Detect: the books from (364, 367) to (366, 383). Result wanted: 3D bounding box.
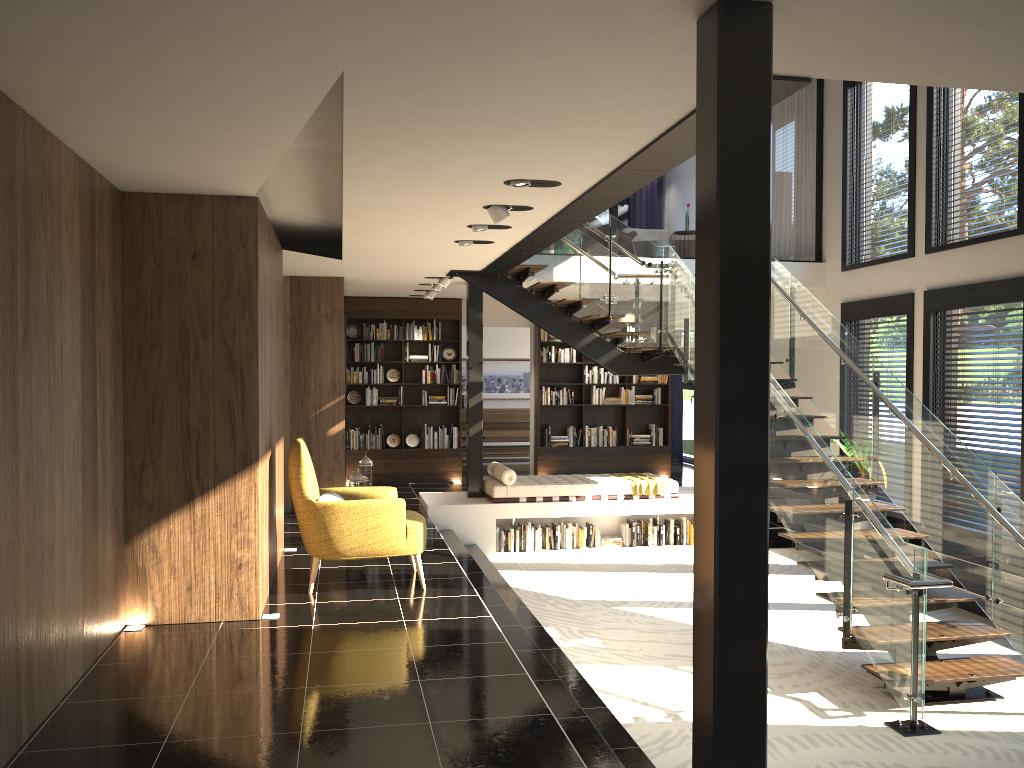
[{"bbox_3d":[-2.121,-0.126,12.776,0.026,0.237,0.164,0,1,-11],"label":"books"}]

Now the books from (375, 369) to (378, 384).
[{"bbox_3d":[-1.962,-0.114,12.832,0.027,0.214,0.159,0,1,-11],"label":"books"}]

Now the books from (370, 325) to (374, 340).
[{"bbox_3d":[-2.024,-0.744,12.801,0.059,0.216,0.159,0,1,-11],"label":"books"}]

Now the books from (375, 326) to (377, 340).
[{"bbox_3d":[-1.974,-0.737,12.835,0.025,0.203,0.156,0,1,-11],"label":"books"}]

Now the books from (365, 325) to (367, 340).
[{"bbox_3d":[-2.104,-0.743,12.752,0.024,0.216,0.210,0,1,-11],"label":"books"}]

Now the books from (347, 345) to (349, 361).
[{"bbox_3d":[-2.357,-0.437,12.729,0.023,0.231,0.143,0,1,-11],"label":"books"}]

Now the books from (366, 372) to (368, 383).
[{"bbox_3d":[-2.098,-0.091,12.794,0.026,0.167,0.173,0,1,-11],"label":"books"}]

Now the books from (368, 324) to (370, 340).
[{"bbox_3d":[-2.065,-0.747,12.786,0.026,0.222,0.202,0,1,-11],"label":"books"}]

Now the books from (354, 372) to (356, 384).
[{"bbox_3d":[-2.262,-0.092,12.770,0.037,0.169,0.148,0,1,-11],"label":"books"}]

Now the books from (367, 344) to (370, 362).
[{"bbox_3d":[-2.071,-0.449,12.794,0.032,0.255,0.160,0,1,-11],"label":"books"}]

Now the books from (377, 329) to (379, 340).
[{"bbox_3d":[-1.939,-0.714,12.813,0.035,0.156,0.186,0,1,-11],"label":"books"}]

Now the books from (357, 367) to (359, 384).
[{"bbox_3d":[-2.219,-0.125,12.791,0.019,0.236,0.139,0,1,-11],"label":"books"}]

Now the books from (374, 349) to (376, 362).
[{"bbox_3d":[-1.983,-0.416,12.781,0.025,0.188,0.181,0,1,-11],"label":"books"}]

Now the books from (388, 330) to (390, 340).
[{"bbox_3d":[-1.792,-0.711,12.868,0.040,0.149,0.125,0,1,-11],"label":"books"}]

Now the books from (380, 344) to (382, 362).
[{"bbox_3d":[-1.900,-0.453,12.830,0.025,0.263,0.147,0,1,-11],"label":"books"}]

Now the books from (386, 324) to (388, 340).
[{"bbox_3d":[-1.817,-0.753,12.840,0.020,0.235,0.206,0,1,-11],"label":"books"}]

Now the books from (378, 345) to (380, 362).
[{"bbox_3d":[-1.923,-0.443,12.821,0.024,0.242,0.144,0,1,-11],"label":"books"}]

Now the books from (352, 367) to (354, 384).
[{"bbox_3d":[-2.293,-0.123,12.783,0.018,0.232,0.123,0,1,-11],"label":"books"}]

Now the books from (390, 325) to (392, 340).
[{"bbox_3d":[-1.756,-0.745,12.864,0.030,0.217,0.165,0,1,-11],"label":"books"}]

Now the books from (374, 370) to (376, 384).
[{"bbox_3d":[-1.983,-0.104,12.803,0.025,0.194,0.172,0,1,-11],"label":"books"}]

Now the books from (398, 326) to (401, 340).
[{"bbox_3d":[-1.629,-0.737,12.853,0.023,0.202,0.201,0,1,-11],"label":"books"}]

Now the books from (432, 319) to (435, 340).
[{"bbox_3d":[-1.141,-0.787,12.945,0.017,0.302,0.266,0,1,-11],"label":"books"}]

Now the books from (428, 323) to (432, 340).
[{"bbox_3d":[-1.211,-0.760,12.980,0.064,0.247,0.209,0,1,-11],"label":"books"}]

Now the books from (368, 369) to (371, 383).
[{"bbox_3d":[-2.061,-0.115,12.808,0.053,0.216,0.151,0,1,-11],"label":"books"}]

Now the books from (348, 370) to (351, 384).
[{"bbox_3d":[-2.342,-0.103,12.756,0.045,0.192,0.164,0,1,-11],"label":"books"}]

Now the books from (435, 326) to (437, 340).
[{"bbox_3d":[-1.126,-0.745,13.011,0.037,0.218,0.144,0,1,-11],"label":"books"}]

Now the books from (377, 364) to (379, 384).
[{"bbox_3d":[-1.935,-0.149,12.812,0.018,0.284,0.198,0,1,-11],"label":"books"}]

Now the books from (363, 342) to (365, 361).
[{"bbox_3d":[-2.130,-0.466,12.777,0.015,0.288,0.154,0,1,-11],"label":"books"}]

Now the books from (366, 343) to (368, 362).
[{"bbox_3d":[-2.091,-0.454,12.763,0.019,0.264,0.175,0,1,-11],"label":"books"}]

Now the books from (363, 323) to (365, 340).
[{"bbox_3d":[-2.131,-0.753,12.785,0.017,0.234,0.199,0,1,-11],"label":"books"}]

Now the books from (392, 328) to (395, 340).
[{"bbox_3d":[-1.720,-0.722,12.838,0.029,0.172,0.187,0,1,-11],"label":"books"}]

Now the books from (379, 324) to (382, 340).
[{"bbox_3d":[-1.899,-0.751,12.802,0.039,0.230,0.205,0,1,-11],"label":"books"}]

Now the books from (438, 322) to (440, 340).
[{"bbox_3d":[-1.067,-0.767,12.973,0.013,0.262,0.217,0,1,-11],"label":"books"}]

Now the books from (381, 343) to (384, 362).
[{"bbox_3d":[-1.870,-0.455,12.837,0.035,0.267,0.133,0,1,-11],"label":"books"}]

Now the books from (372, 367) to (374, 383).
[{"bbox_3d":[-2.008,-0.129,12.810,0.020,0.243,0.154,0,1,-11],"label":"books"}]

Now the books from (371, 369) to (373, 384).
[{"bbox_3d":[-2.020,-0.110,12.781,0.016,0.206,0.204,0,1,-11],"label":"books"}]

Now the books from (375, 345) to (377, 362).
[{"bbox_3d":[-1.964,-0.442,12.821,0.028,0.240,0.148,0,1,-11],"label":"books"}]

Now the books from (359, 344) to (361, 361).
[{"bbox_3d":[-2.188,-0.452,12.756,0.027,0.261,0.181,0,1,-11],"label":"books"}]

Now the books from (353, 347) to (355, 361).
[{"bbox_3d":[-2.268,-0.424,12.741,0.025,0.204,0.192,0,1,-11],"label":"books"}]

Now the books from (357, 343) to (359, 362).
[{"bbox_3d":[-2.210,-0.455,12.746,0.022,0.267,0.197,0,1,-11],"label":"books"}]

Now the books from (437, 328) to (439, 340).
[{"bbox_3d":[-1.090,-0.729,12.992,0.027,0.186,0.220,0,1,-11],"label":"books"}]

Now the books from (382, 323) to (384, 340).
[{"bbox_3d":[-1.865,-0.755,12.796,0.025,0.239,0.220,0,1,-11],"label":"books"}]

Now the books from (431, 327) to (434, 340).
[{"bbox_3d":[-1.167,-0.734,12.978,0.021,0.197,0.200,0,1,-11],"label":"books"}]

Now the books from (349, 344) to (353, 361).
[{"bbox_3d":[-2.317,-0.449,12.757,0.066,0.255,0.127,0,1,-11],"label":"books"}]

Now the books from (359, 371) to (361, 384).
[{"bbox_3d":[-2.187,-0.097,12.770,0.035,0.180,0.164,0,1,-11],"label":"books"}]

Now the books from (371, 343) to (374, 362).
[{"bbox_3d":[-2.013,-0.458,12.787,0.033,0.273,0.189,0,1,-11],"label":"books"}]

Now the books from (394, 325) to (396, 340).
[{"bbox_3d":[-1.696,-0.742,12.862,0.027,0.212,0.180,0,1,-11],"label":"books"}]

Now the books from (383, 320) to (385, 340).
[{"bbox_3d":[-1.846,-0.775,12.799,0.012,0.278,0.228,0,1,-11],"label":"books"}]

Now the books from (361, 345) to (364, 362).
[{"bbox_3d":[-2.152,-0.443,12.743,0.039,0.243,0.179,0,1,-11],"label":"books"}]

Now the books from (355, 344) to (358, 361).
[{"bbox_3d":[-2.239,-0.449,12.745,0.035,0.255,0.183,0,1,-11],"label":"books"}]

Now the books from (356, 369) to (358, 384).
[{"bbox_3d":[-2.239,-0.111,12.795,0.018,0.208,0.126,0,1,-11],"label":"books"}]

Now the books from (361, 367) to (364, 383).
[{"bbox_3d":[-2.155,-0.124,12.790,0.036,0.235,0.169,0,1,-11],"label":"books"}]

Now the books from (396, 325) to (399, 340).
[{"bbox_3d":[-1.662,-0.742,12.861,0.039,0.212,0.172,0,1,-11],"label":"books"}]
